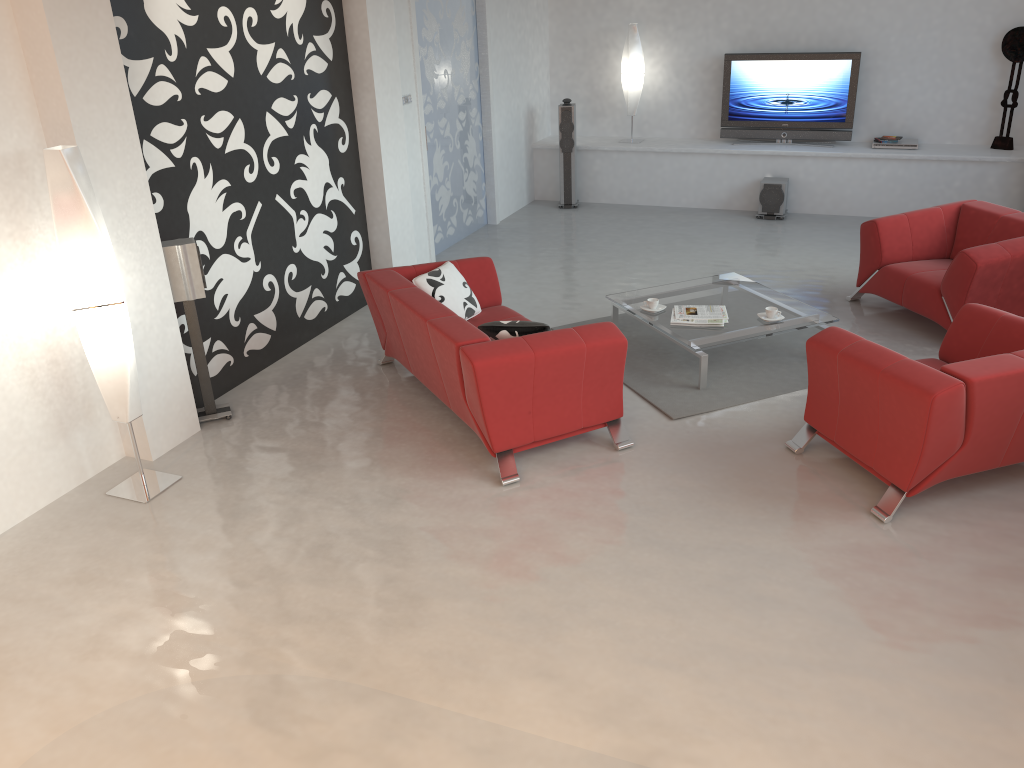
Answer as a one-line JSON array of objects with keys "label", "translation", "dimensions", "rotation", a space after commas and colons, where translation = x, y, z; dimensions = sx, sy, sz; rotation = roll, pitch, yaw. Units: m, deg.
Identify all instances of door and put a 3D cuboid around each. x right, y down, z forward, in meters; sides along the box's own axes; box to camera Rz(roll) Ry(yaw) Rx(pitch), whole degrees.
[{"label": "door", "translation": [-0.600, -2.594, 8.414], "dimensions": [0.240, 2.550, 1.600], "rotation": [8, 26, 21]}]

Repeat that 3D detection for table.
[{"label": "table", "translation": [1.403, -0.401, 6.121], "dimensions": [1.097, 0.286, 1.162], "rotation": [-12, 26, -19]}]

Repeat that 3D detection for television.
[{"label": "television", "translation": [2.908, -3.006, 9.360], "dimensions": [1.356, 0.919, 0.343], "rotation": [8, 26, 21]}]

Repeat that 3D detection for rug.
[{"label": "rug", "translation": [1.398, -0.267, 6.178], "dimensions": [1.700, 0.025, 1.700], "rotation": [-12, 26, -19]}]

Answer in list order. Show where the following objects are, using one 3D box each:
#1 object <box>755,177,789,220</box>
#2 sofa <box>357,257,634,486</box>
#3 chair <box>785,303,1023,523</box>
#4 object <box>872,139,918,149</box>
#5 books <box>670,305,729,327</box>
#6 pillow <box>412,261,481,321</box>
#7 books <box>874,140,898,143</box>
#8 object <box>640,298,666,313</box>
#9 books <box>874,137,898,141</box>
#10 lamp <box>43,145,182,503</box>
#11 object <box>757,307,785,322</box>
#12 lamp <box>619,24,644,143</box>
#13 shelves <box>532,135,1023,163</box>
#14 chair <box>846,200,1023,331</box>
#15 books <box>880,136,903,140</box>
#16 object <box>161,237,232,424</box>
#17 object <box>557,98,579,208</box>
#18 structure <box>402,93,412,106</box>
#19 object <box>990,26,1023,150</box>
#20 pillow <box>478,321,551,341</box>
[{"label": "object", "translation": [2.727, -1.938, 9.261], "dimensions": [0.336, 0.374, 0.337], "rotation": [8, 26, 21]}, {"label": "sofa", "translation": [-0.169, -0.224, 5.367], "dimensions": [0.951, 0.738, 1.929], "rotation": [-14, 27, -24]}, {"label": "chair", "translation": [2.216, 0.070, 4.480], "dimensions": [1.288, 0.738, 0.951], "rotation": [-10, 25, -15]}, {"label": "object", "translation": [3.948, -2.479, 9.135], "dimensions": [0.430, 0.045, 0.352], "rotation": [8, 26, 21]}, {"label": "books", "translation": [1.246, -0.457, 5.874], "dimensions": [0.367, 0.035, 0.345], "rotation": [3, 25, 12]}, {"label": "pillow", "translation": [-0.415, -0.566, 5.712], "dimensions": [0.288, 0.343, 0.402], "rotation": [11, 28, 28]}, {"label": "books", "translation": [3.850, -2.506, 9.134], "dimensions": [0.190, 0.015, 0.135], "rotation": [-7, 25, -10]}, {"label": "object", "translation": [0.962, -0.541, 6.045], "dimensions": [0.153, 0.069, 0.153], "rotation": [-22, 31, -36]}, {"label": "books", "translation": [3.850, -2.521, 9.131], "dimensions": [0.190, 0.015, 0.135], "rotation": [-1, 25, 3]}, {"label": "lamp", "translation": [-2.006, -0.262, 4.382], "dimensions": [0.313, 1.779, 0.313], "rotation": [12, 28, 29]}, {"label": "object", "translation": [1.692, -0.460, 5.794], "dimensions": [0.153, 0.069, 0.153], "rotation": [-7, 25, -9]}, {"label": "lamp", "translation": [1.336, -3.324, 9.828], "dimensions": [0.263, 1.239, 0.263], "rotation": [4, 25, 14]}, {"label": "shelves", "translation": [2.889, -2.519, 9.462], "dimensions": [5.500, 0.050, 0.650], "rotation": [8, 26, 21]}, {"label": "chair", "translation": [3.193, -0.815, 6.318], "dimensions": [0.951, 0.738, 1.288], "rotation": [-10, 25, -15]}, {"label": "books", "translation": [3.895, -2.526, 9.102], "dimensions": [0.190, 0.015, 0.135], "rotation": [13, 29, 30]}, {"label": "object", "translation": [-1.874, -0.295, 5.245], "dimensions": [0.229, 1.112, 0.214], "rotation": [-12, 26, -19]}, {"label": "object", "translation": [0.624, -2.572, 9.887], "dimensions": [0.255, 1.184, 0.273], "rotation": [1, 25, 8]}, {"label": "structure", "translation": [-0.885, -2.392, 7.460], "dimensions": [0.016, 0.080, 0.170], "rotation": [8, 26, 21]}, {"label": "object", "translation": [4.832, -2.845, 8.558], "dimensions": [0.108, 1.130, 0.331], "rotation": [-23, 31, -37]}, {"label": "pillow", "translation": [0.041, -0.215, 4.898], "dimensions": [0.402, 0.343, 0.288], "rotation": [4, 25, 15]}]
